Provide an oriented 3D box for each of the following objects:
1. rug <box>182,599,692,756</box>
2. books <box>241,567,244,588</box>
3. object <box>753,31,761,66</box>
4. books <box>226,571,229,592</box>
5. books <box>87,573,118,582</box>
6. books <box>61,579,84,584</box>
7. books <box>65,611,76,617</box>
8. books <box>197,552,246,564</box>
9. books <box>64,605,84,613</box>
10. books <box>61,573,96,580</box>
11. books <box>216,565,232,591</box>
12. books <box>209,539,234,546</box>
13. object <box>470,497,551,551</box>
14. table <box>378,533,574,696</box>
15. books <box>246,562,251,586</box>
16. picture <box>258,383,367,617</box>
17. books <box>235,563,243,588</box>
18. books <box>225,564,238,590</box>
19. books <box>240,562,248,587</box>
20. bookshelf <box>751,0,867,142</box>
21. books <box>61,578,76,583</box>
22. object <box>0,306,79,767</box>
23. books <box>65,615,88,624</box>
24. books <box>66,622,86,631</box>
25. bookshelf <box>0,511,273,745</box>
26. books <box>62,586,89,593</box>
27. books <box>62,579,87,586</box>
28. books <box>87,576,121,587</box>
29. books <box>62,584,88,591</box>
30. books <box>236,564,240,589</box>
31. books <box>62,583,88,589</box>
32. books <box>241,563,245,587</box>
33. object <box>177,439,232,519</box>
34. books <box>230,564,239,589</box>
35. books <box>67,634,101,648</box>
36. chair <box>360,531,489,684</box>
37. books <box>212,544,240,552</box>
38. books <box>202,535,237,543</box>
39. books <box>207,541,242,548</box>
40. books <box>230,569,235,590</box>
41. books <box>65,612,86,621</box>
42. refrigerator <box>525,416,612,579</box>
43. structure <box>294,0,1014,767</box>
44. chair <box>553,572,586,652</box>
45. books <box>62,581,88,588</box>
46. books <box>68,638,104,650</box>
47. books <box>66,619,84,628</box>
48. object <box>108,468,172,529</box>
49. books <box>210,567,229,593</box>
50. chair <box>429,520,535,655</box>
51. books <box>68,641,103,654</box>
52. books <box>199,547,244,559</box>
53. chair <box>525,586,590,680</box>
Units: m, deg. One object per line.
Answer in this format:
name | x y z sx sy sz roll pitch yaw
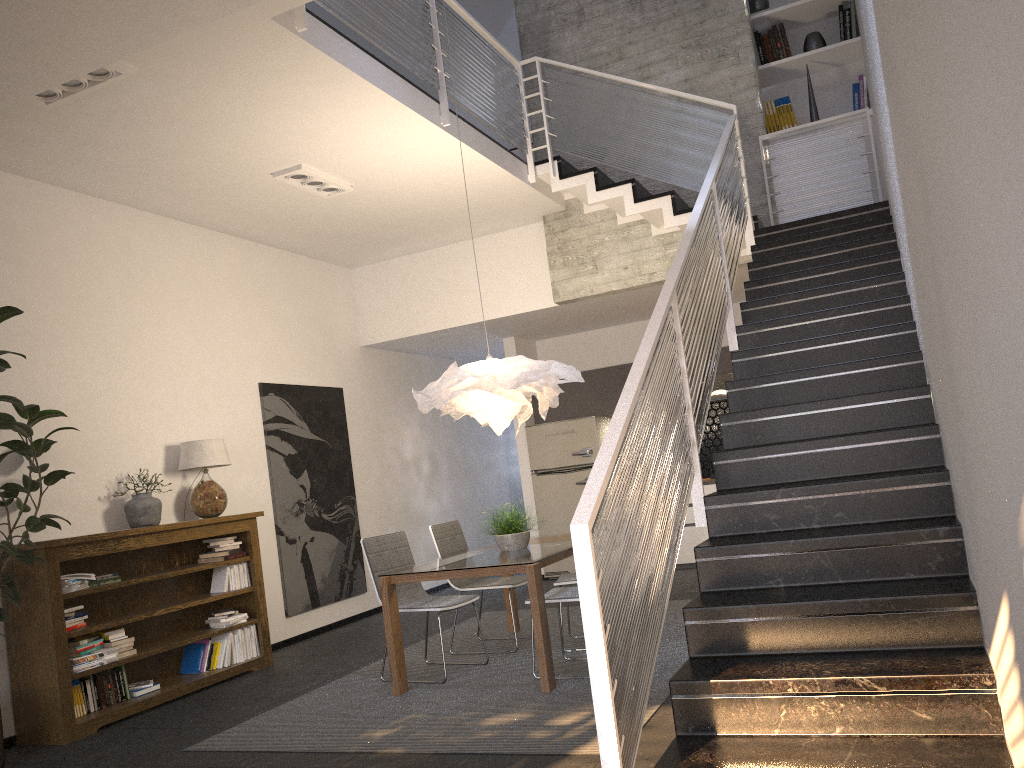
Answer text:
rug | 0.102 1.792 5.810 2.378 0.006 3.688 -10 -6 23
books | -2.092 1.470 6.715 0.120 0.158 0.016 -9 -3 23
object | -0.134 -0.895 4.309 0.367 4.461 8.898 -9 -5 35
books | -2.155 1.464 6.571 0.120 0.157 0.056 -9 -3 23
books | -2.653 1.234 5.623 0.167 0.023 0.227 -10 -6 27
books | -2.771 1.215 5.425 0.252 0.011 0.320 -7 -6 -5
books | -2.747 1.406 5.401 0.147 0.023 0.222 -5 -6 -25
books | -2.171 1.302 6.633 0.231 0.034 0.286 -9 -6 15
books | -2.751 1.386 5.409 0.155 0.020 0.206 -8 -6 8
books | -2.754 1.196 5.495 0.272 0.108 0.324 -4 -6 -32
books | -2.157 1.453 6.612 0.136 0.188 0.018 -9 -3 23
books | -2.198 1.195 6.689 0.174 0.023 0.244 -5 -6 -22
object | -0.018 0.927 5.859 0.533 0.366 0.668 -9 -5 18
table | 0.068 1.442 5.840 1.000 0.712 1.801 -9 -6 23
books | -2.068 1.458 6.772 0.136 0.189 0.031 -9 -3 23
picture | -1.810 1.016 8.187 0.033 2.022 1.233 -8 -4 23
books | -2.100 1.455 6.700 0.136 0.188 0.015 -9 -3 23
books | -2.120 1.451 6.637 0.136 0.188 0.018 -9 -3 23
books | -2.080 1.457 6.751 0.136 0.188 0.018 -9 -3 23
bookshelf | 2.522 -2.663 7.662 0.976 1.103 0.443 -9 -3 23
books | -2.777 1.204 5.418 0.252 0.011 0.319 -7 -6 0
object | -2.894 0.454 4.627 0.908 3.190 2.018 -7 -4 1
books | -2.743 1.450 5.401 0.175 0.019 0.244 -8 -6 8
books | -2.742 1.493 5.406 0.159 0.021 0.225 -8 -6 8
bookshelf | -2.424 1.552 5.999 0.452 1.168 1.920 -9 -5 23
books | -2.743 1.266 5.435 0.252 0.011 0.320 -7 -6 -3
books | -2.756 1.225 5.438 0.252 0.011 0.320 -7 -6 -5
books | -2.651 1.264 5.631 0.180 0.034 0.243 -10 -6 26
books | -2.747 1.257 5.446 0.252 0.011 0.320 -7 -6 -7
books | -2.122 1.457 6.691 0.136 0.188 0.018 -9 -3 23
books | -2.749 1.248 5.465 0.252 0.011 0.320 -6 -6 -10
books | -2.101 1.459 6.739 0.136 0.188 0.018 -9 -3 23
object | -2.305 0.720 6.676 0.389 0.580 0.391 -7 -4 -8
books | -2.119 1.453 6.655 0.136 0.188 0.015 -9 -3 23
books | -2.695 1.593 5.473 0.193 0.028 0.246 -8 -6 3
chair | -0.568 1.408 5.697 0.604 0.917 0.474 -10 -4 33
books | -2.166 1.239 6.699 0.179 0.029 0.226 -5 -6 -25
books | -2.208 1.174 6.692 0.205 0.022 0.155 -8 -6 8
books | -2.177 1.216 6.700 0.174 0.019 0.245 -2 -8 -41
books | -2.132 1.466 6.624 0.120 0.158 0.016 -9 -3 23
books | -2.747 1.428 5.393 0.163 0.023 0.231 -10 -6 24
refrigerator | 0.744 1.261 9.871 0.831 1.706 0.769 -9 -3 23
structure | 0.402 -2.344 6.726 4.247 8.285 8.463 -9 -4 23
chair | 0.598 1.287 5.989 0.602 0.917 0.476 -8 -3 9
books | -2.759 1.235 5.422 0.253 0.011 0.319 -8 -6 5
books | -2.691 1.614 5.473 0.193 0.014 0.256 -8 -6 11
books | -2.739 1.470 5.405 0.155 0.022 0.206 -8 -6 3
object | -2.563 0.783 6.114 0.385 0.411 0.276 -7 -4 1
books | -2.163 1.450 6.554 0.136 0.181 0.078 -9 -3 23
chair | -0.188 1.423 6.333 0.603 0.917 0.475 -9 -4 24
books | -2.675 1.629 5.460 0.175 0.023 0.250 -8 -6 9
books | -0.340 -2.211 7.887 5.381 6.690 0.362 -5 -3 -26
chair | 0.428 1.234 5.247 0.603 0.917 0.475 -9 -4 26
